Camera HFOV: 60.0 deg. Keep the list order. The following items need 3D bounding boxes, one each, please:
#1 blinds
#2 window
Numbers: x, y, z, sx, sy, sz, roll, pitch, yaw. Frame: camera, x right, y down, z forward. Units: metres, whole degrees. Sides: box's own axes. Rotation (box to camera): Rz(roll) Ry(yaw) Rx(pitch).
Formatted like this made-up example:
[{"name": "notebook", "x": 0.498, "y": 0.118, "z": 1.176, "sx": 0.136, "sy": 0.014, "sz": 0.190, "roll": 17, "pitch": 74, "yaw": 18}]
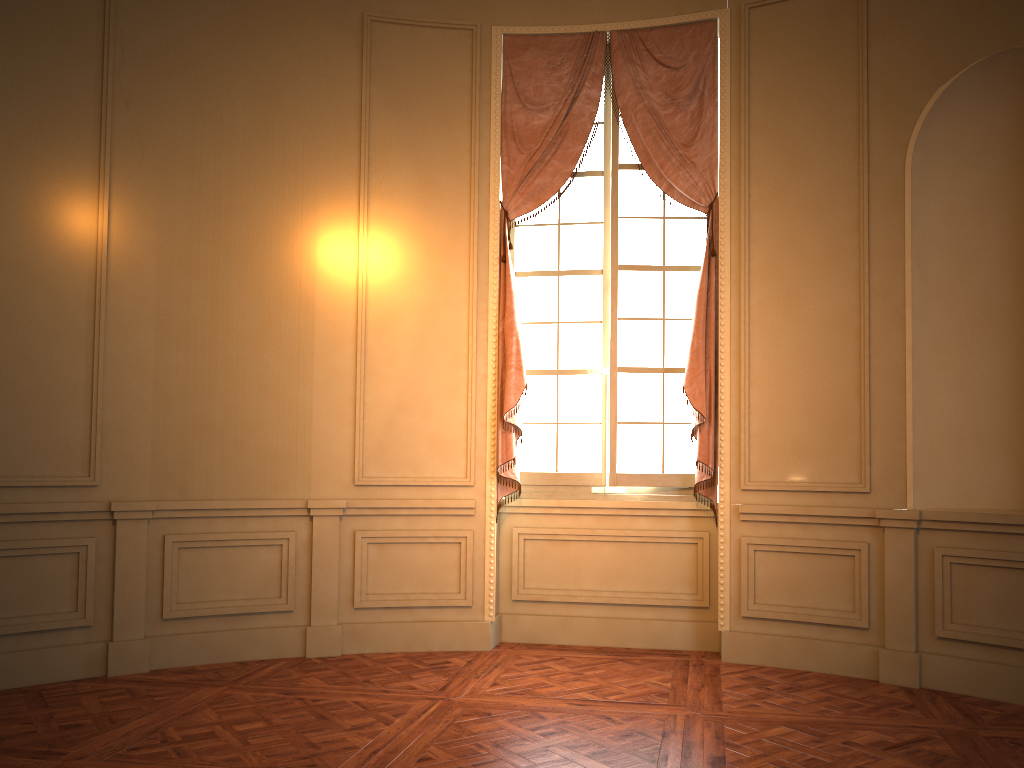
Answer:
[{"name": "blinds", "x": 0.561, "y": -0.662, "z": 5.215, "sx": 1.322, "sy": 2.974, "sz": 0.288, "roll": 0, "pitch": -3, "yaw": 9}, {"name": "window", "x": 0.601, "y": -0.708, "z": 5.445, "sx": 1.298, "sy": 2.834, "sz": 0.154, "roll": 0, "pitch": -3, "yaw": 10}]
